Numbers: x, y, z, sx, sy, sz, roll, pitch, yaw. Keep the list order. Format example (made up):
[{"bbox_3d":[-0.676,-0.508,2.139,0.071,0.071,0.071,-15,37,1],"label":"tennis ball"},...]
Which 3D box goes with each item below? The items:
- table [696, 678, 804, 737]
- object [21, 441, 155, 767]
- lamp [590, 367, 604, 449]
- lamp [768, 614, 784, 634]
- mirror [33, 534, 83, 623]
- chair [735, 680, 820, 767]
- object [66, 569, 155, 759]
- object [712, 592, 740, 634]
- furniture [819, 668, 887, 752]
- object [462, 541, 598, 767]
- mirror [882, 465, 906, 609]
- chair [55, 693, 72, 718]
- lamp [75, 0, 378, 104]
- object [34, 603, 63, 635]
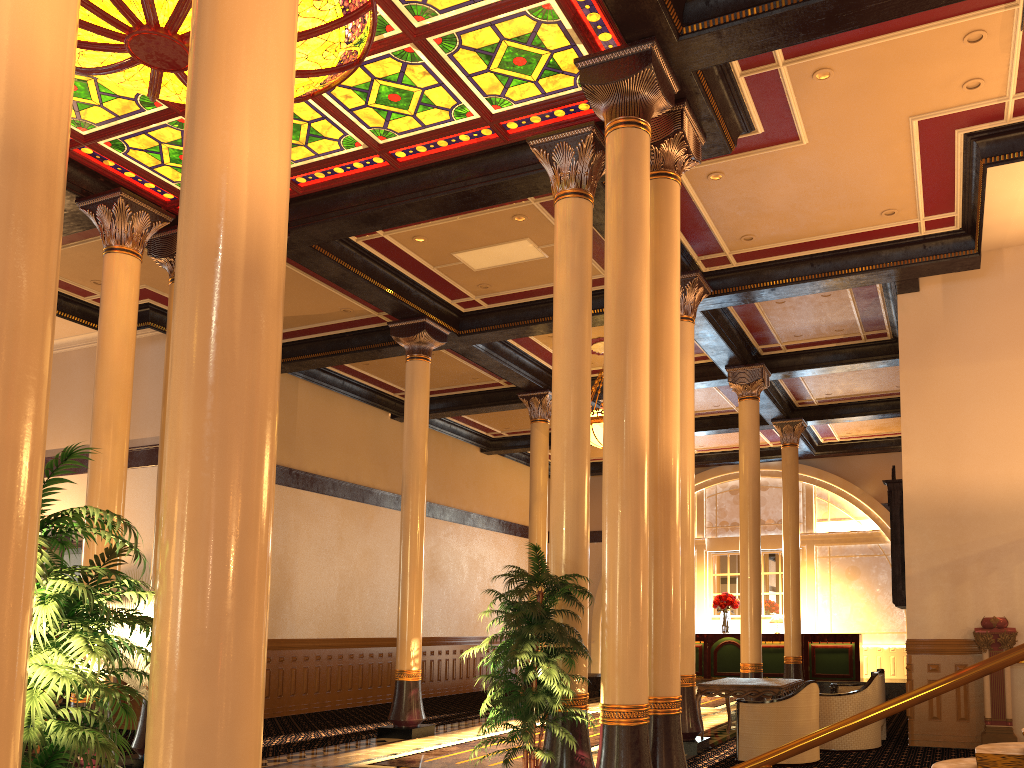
[{"bbox_3d":[3.140,4.281,11.363,1.078,0.757,1.721,-6,-15,25],"label":"table"},{"bbox_3d":[-1.740,1.243,3.029,1.103,2.111,1.035,3,-8,-16],"label":"object"},{"bbox_3d":[1.620,0.324,14.469,1.163,1.870,1.245,-3,-10,20],"label":"lamp"},{"bbox_3d":[6.165,5.579,20.214,0.435,0.435,0.422,4,-12,-19],"label":"lamp"},{"bbox_3d":[-7.216,3.038,13.875,1.350,1.524,0.209,-5,-8,24],"label":"mirror"},{"bbox_3d":[3.048,3.778,9.770,1.004,0.895,0.751,11,-15,-44],"label":"chair"},{"bbox_3d":[-3.215,2.783,8.630,1.774,2.229,2.180,-5,-12,28],"label":"object"},{"bbox_3d":[2.803,-0.280,6.478,0.663,4.193,31.053,-1,-16,9],"label":"object"},{"bbox_3d":[4.451,4.228,11.419,0.787,0.925,2.282,-5,-15,26],"label":"furniture"},{"bbox_3d":[0.148,2.320,6.812,1.018,2.110,1.121,-2,-9,14],"label":"object"},{"bbox_3d":[5.360,2.115,12.082,0.249,1.948,1.868,-3,-11,26],"label":"mirror"},{"bbox_3d":[-6.128,4.467,12.433,0.781,1.078,0.720,8,-12,-39],"label":"chair"},{"bbox_3d":[-2.506,-2.658,6.237,2.922,0.590,3.157,-7,-17,22],"label":"lamp"},{"bbox_3d":[-7.352,4.118,13.054,1.103,2.111,1.035,3,-8,-16],"label":"object"}]
